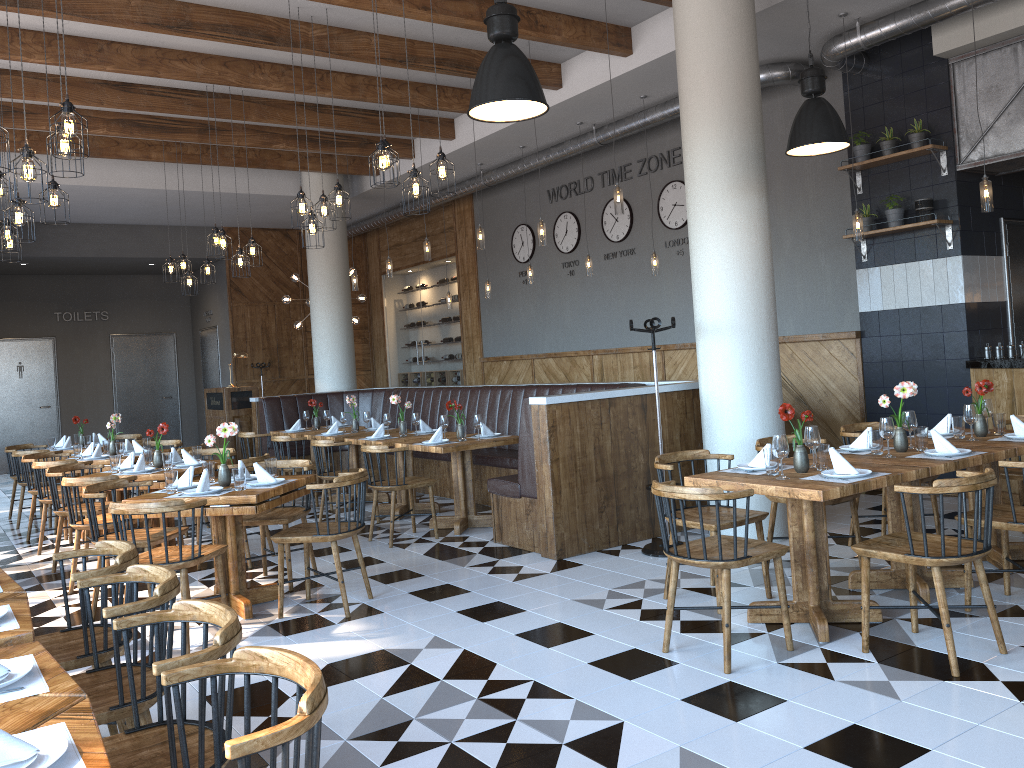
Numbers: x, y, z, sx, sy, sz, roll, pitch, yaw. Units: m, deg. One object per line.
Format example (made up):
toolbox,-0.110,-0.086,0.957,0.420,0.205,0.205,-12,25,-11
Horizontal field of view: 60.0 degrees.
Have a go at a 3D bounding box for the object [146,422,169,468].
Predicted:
object,-2.775,0.483,6.994,0.171,0.355,0.156,-4,0,21

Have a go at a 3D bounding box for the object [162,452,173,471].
object,-2.626,0.592,6.759,0.080,0.132,0.080,-4,0,-19

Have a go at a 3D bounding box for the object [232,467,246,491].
object,-1.622,0.568,5.277,0.080,0.132,0.080,-4,0,31

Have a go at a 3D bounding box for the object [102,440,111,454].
object,-4.022,0.626,8.799,0.080,0.132,0.080,-4,0,-19

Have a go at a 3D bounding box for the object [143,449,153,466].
object,-2.980,0.601,7.262,0.080,0.132,0.080,-4,0,-29

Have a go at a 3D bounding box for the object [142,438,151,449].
object,-3.597,0.599,8.731,0.080,0.132,0.080,-4,0,-19

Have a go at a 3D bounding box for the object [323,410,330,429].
object,-2.154,0.415,10.303,0.081,0.215,0.081,-4,0,-3

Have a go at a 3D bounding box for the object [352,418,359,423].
object,-1.702,0.445,9.657,0.080,0.132,0.080,-4,0,-34

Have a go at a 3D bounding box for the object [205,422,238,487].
object,-1.797,0.439,5.501,0.207,0.400,0.146,-4,0,-15

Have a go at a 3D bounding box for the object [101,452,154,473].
object,-3.062,0.610,7.061,0.272,0.137,0.352,-4,1,11

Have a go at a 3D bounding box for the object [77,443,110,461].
object,-3.891,0.630,8.291,0.351,0.137,0.272,-4,1,11

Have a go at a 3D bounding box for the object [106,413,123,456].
object,-3.831,0.486,8.558,0.146,0.400,0.206,-4,0,-23

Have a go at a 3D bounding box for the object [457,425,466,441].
object,-0.425,0.421,7.549,0.080,0.132,0.080,-4,0,41

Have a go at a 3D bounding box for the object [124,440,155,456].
object,-3.580,0.602,8.507,0.272,0.137,0.352,-4,1,11

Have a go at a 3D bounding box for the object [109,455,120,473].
object,-3.060,0.619,6.834,0.080,0.132,0.080,-4,0,-29

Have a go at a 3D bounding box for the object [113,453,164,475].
object,-2.845,0.604,6.752,0.351,0.137,0.272,-4,1,11

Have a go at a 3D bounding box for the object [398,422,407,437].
object,-1.042,0.436,8.460,0.080,0.132,0.080,-4,0,-29

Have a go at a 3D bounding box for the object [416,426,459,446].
object,-0.651,0.435,7.521,0.272,0.137,0.351,-5,2,-34

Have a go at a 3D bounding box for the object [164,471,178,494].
object,-2.056,0.595,5.353,0.080,0.132,0.080,-4,0,31

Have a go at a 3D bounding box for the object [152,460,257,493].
object,-1.888,0.572,5.660,0.577,0.137,0.582,-4,2,11

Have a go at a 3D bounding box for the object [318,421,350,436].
object,-1.902,0.465,9.367,0.272,0.137,0.351,-5,2,-34

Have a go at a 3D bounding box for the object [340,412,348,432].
object,-1.827,0.413,9.625,0.081,0.215,0.081,-3,-1,-43

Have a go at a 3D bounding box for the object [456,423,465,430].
object,-0.453,0.415,7.814,0.080,0.132,0.080,-4,0,-34

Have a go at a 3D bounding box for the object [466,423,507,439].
object,-0.213,0.397,7.809,0.272,0.137,0.351,-5,2,-34

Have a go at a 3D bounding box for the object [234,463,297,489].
object,-1.531,0.553,5.483,0.272,0.137,0.352,-4,1,11

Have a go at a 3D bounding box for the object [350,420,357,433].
object,-1.674,0.451,9.392,0.080,0.132,0.080,-4,0,41

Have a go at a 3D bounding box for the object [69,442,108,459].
object,-4.108,0.635,8.600,0.272,0.137,0.352,-4,1,11

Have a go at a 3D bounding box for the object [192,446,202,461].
object,-2.555,0.574,7.194,0.080,0.132,0.080,-4,0,-29

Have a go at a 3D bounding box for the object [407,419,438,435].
object,-0.842,0.412,8.738,0.272,0.137,0.351,-5,2,-34

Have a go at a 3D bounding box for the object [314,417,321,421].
object,-2.320,0.460,10.570,0.080,0.132,0.080,-4,0,-34

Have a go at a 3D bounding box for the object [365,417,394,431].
object,-1.463,0.427,9.655,0.272,0.137,0.351,-5,2,-34

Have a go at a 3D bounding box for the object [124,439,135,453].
object,-3.797,0.608,8.816,0.351,0.137,0.272,-4,1,11

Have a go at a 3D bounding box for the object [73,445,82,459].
object,-4.102,0.644,8.372,0.080,0.132,0.080,-4,0,-19

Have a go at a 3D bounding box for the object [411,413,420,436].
object,-0.919,0.385,8.479,0.081,0.215,0.081,-4,0,19

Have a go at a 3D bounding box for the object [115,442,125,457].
object,-3.667,0.617,8.296,0.080,0.132,0.080,-4,0,-19

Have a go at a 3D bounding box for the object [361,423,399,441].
object,-1.281,0.450,8.450,0.272,0.137,0.351,-5,2,-34

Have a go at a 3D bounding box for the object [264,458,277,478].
object,-1.552,0.550,5.712,0.080,0.132,0.080,-4,0,21

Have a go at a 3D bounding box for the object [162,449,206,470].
object,-2.534,0.577,6.968,0.272,0.137,0.352,-4,1,11

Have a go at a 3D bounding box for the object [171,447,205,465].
object,-2.751,0.583,7.277,0.351,0.137,0.272,-4,1,11

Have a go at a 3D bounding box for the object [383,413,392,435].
object,-1.226,0.399,8.738,0.081,0.215,0.081,-4,0,19

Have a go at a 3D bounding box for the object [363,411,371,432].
object,-1.536,0.400,9.390,0.081,0.215,0.081,-4,0,-3

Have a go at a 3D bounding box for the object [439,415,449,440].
object,-0.597,0.383,7.808,0.081,0.215,0.081,-4,-1,-26

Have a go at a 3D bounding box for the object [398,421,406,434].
object,-1.085,0.430,8.746,0.080,0.132,0.080,-4,0,-34

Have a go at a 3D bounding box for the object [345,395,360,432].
object,-1.714,0.316,9.513,0.146,0.400,0.206,-4,0,-27

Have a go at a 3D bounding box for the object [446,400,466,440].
object,-0.487,0.310,7.667,0.171,0.355,0.156,-4,0,-31

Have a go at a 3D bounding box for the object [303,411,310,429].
object,-2.446,0.428,10.538,0.081,0.215,0.081,-3,-1,-43

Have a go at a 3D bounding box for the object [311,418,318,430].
object,-2.292,0.466,10.305,0.080,0.132,0.080,-4,0,41

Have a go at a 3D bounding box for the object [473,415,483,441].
object,-0.287,0.370,7.547,0.081,0.215,0.081,-4,-1,25

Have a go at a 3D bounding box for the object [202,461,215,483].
object,-1.976,0.577,5.780,0.080,0.132,0.080,-4,0,21

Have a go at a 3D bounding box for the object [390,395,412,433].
object,-1.076,0.299,8.620,0.207,0.400,0.146,-4,0,-32

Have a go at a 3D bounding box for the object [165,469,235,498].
object,-1.842,0.580,5.267,0.351,0.137,0.272,-4,1,11
